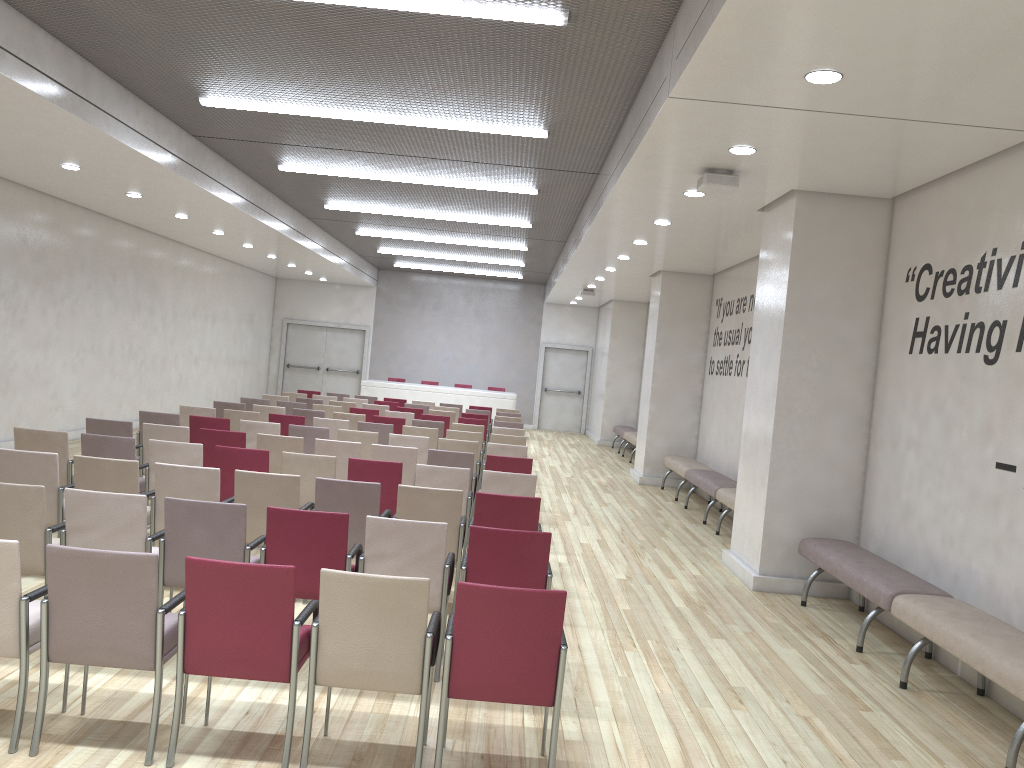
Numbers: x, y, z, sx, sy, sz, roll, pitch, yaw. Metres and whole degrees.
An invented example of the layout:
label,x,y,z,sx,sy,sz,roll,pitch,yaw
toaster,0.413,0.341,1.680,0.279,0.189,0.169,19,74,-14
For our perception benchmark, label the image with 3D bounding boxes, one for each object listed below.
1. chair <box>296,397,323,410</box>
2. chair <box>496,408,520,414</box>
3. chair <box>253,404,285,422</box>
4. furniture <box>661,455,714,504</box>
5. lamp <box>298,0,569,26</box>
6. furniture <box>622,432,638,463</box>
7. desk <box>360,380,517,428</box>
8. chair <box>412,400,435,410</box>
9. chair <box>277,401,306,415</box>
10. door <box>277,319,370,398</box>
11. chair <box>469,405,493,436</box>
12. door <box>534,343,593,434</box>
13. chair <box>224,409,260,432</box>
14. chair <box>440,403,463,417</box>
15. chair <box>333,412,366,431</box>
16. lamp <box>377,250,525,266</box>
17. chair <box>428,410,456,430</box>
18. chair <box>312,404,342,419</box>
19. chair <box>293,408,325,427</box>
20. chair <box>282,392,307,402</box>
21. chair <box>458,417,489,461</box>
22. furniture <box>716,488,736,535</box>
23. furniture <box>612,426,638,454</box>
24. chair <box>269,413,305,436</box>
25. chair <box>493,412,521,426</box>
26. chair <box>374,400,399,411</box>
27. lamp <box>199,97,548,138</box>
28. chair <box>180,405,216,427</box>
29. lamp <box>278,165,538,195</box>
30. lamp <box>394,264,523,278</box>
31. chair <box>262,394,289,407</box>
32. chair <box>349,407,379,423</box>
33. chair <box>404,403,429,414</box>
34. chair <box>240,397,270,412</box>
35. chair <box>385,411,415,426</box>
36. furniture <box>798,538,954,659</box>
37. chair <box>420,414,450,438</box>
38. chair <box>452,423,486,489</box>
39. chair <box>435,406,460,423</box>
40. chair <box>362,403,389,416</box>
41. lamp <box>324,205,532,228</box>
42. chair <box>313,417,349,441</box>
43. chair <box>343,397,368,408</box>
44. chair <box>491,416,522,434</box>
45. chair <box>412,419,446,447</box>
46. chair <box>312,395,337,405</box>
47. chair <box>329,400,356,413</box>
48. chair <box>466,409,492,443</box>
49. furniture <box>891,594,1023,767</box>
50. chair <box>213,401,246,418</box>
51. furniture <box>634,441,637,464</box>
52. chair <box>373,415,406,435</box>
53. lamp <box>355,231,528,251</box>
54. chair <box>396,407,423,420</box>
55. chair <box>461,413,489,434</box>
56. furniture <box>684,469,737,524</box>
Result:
label,x,y,z,sx,sy,sz,roll,pitch,yaw
chair,-3.383,0.675,14.931,0.513,0.890,0.640,5,1,-1
chair,-0.117,0.918,17.409,0.513,0.890,0.640,5,1,0
chair,-3.372,0.735,12.469,0.513,0.890,0.640,5,1,0
furniture,2.661,1.439,13.509,0.530,0.550,1.833,5,1,0
lamp,-1.293,-2.455,5.605,3.304,0.045,0.198,5,1,0
furniture,2.640,1.319,18.375,0.530,0.550,1.833,5,1,0
desk,-1.751,0.592,21.413,3.652,1.042,1.456,5,1,0
chair,-1.742,0.767,17.411,0.513,0.890,0.640,5,1,0
chair,-3.374,0.705,13.706,0.513,0.890,0.640,5,1,-1
door,-5.192,-0.482,24.419,2.373,2.400,0.200,5,1,0
chair,-0.647,0.869,17.410,0.513,0.890,0.640,5,1,-1
door,1.404,0.129,24.464,1.400,2.400,0.200,5,1,0
chair,-3.377,0.765,11.245,0.513,0.890,0.640,5,1,0
chair,-1.209,0.817,17.405,0.513,0.890,0.640,5,1,0
chair,-2.272,0.837,12.475,0.513,0.890,0.640,5,1,0
lamp,-1.355,-2.805,19.822,3.304,0.045,0.198,5,1,0
chair,-1.198,0.877,14.955,0.513,0.890,0.640,5,1,-1
chair,-2.834,0.755,13.711,0.513,0.890,0.640,5,1,0
chair,-2.825,0.786,12.474,0.513,0.890,0.640,5,1,0
chair,-3.934,0.594,16.168,0.513,0.890,0.640,5,1,-1
chair,-0.631,0.959,13.728,0.513,0.890,0.640,5,1,0
furniture,2.678,1.530,9.797,0.530,0.550,1.833,5,1,0
furniture,2.632,1.273,20.233,0.530,0.550,1.833,5,1,0
chair,-2.821,0.816,11.247,0.513,0.890,0.640,5,1,-1
chair,-0.098,0.949,16.179,0.513,0.890,0.640,5,1,0
chair,-2.286,0.746,16.184,0.513,0.890,0.640,5,1,0
lamp,-1.305,-2.525,8.454,3.304,0.045,0.198,5,1,0
chair,-3.918,0.714,11.243,0.513,0.890,0.640,5,1,0
lamp,-1.318,-2.596,11.316,3.304,0.045,0.198,5,1,0
lamp,-1.368,-2.875,22.673,3.304,0.045,0.198,5,1,0
chair,-3.937,0.623,14.926,0.513,0.890,0.640,5,1,0
chair,-2.278,0.806,13.724,0.513,0.890,0.640,5,1,-1
chair,-1.741,0.797,16.172,0.513,0.890,0.640,5,1,0
chair,-3.926,0.654,13.708,0.513,0.890,0.640,5,1,-1
chair,-1.739,0.857,13.719,0.513,0.890,0.640,5,1,-1
furniture,2.691,1.605,6.770,0.530,0.550,1.833,5,1,0
chair,-1.198,0.907,13.715,0.513,0.890,0.640,5,1,0
chair,-0.643,0.988,12.492,0.513,0.890,0.640,5,1,-1
chair,-1.202,0.847,16.187,0.513,0.890,0.640,5,1,-1
chair,-2.285,0.776,14.938,0.513,0.890,0.640,5,1,0
lamp,-1.330,-2.665,14.136,3.304,0.045,0.198,5,1,0
chair,-2.278,0.866,11.263,0.513,0.890,0.640,5,1,-1
chair,-2.844,0.695,16.177,0.513,0.890,0.640,5,1,-1
chair,-0.107,0.978,14.961,0.513,0.890,0.640,5,1,-1
chair,-1.193,0.937,12.496,0.513,0.890,0.640,5,1,0
chair,-3.387,0.645,16.161,0.513,0.890,0.640,5,1,0
chair,-2.843,0.724,14.946,0.513,0.890,0.640,5,1,-1
chair,-0.645,0.899,16.177,0.513,0.890,0.640,5,1,0
furniture,2.699,1.650,4.912,0.530,0.550,1.833,5,1,0
chair,-3.916,0.685,12.480,0.513,0.890,0.640,5,1,0
furniture,2.648,1.365,16.521,0.530,0.550,1.833,5,1,0
chair,-1.731,0.887,12.498,0.513,0.890,0.640,5,1,-1
lamp,-1.343,-2.736,17.016,3.304,0.045,0.198,5,1,0
chair,-1.731,0.828,14.941,0.513,0.890,0.640,5,1,-1
chair,-0.654,0.927,14.959,0.513,0.890,0.640,5,1,-1
furniture,2.670,1.485,11.651,0.530,0.550,1.833,5,1,0
